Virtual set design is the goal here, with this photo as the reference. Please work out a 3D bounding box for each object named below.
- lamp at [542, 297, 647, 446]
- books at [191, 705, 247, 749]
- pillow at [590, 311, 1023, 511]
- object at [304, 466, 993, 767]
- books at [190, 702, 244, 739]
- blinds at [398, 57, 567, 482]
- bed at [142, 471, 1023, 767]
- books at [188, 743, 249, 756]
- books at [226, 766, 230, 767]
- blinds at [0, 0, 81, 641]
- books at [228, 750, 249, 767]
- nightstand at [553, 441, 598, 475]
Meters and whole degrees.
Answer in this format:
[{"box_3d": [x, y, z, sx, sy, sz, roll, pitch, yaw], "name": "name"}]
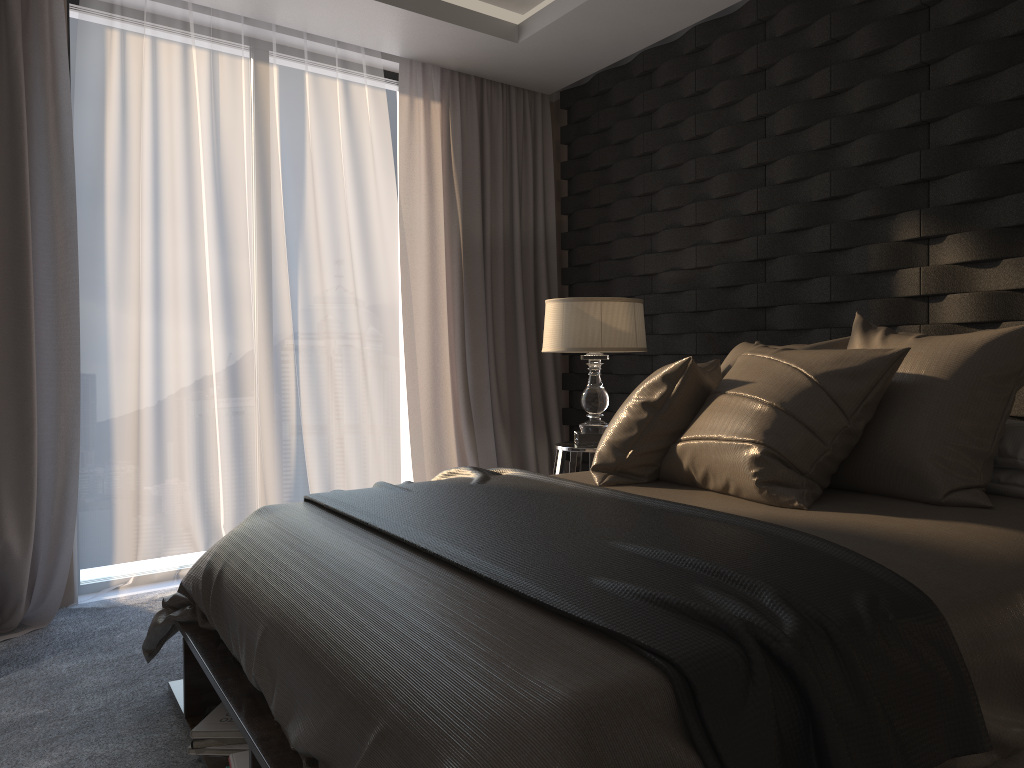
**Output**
[{"box_3d": [0.365, -0.052, 3.879, 0.466, 0.630, 0.466, 0, 1, 2], "name": "lamp"}, {"box_3d": [-0.723, 0.872, 2.260, 0.151, 0.023, 0.216, -1, 2, -11], "name": "books"}, {"box_3d": [0.758, 0.039, 2.557, 0.944, 0.518, 1.197, -1, 2, -29], "name": "pillow"}, {"box_3d": [0.026, 0.437, 2.061, 0.650, 0.322, 1.949, -1, 2, -30], "name": "object"}, {"box_3d": [-0.699, 0.851, 2.249, 0.155, 0.020, 0.206, 0, 2, 3], "name": "books"}, {"box_3d": [-0.095, -0.476, 4.708, 1.057, 2.640, 0.322, -2, 2, -40], "name": "blinds"}, {"box_3d": [0.432, 0.605, 2.318, 2.410, 0.624, 2.178, -1, 2, -31], "name": "bed"}, {"box_3d": [-0.684, 0.891, 2.262, 0.173, 0.019, 0.247, 0, 2, 8], "name": "books"}, {"box_3d": [-0.503, 0.860, 1.887, 0.184, 0.023, 0.238, -1, 2, -29], "name": "books"}, {"box_3d": [-2.054, -0.407, 3.002, 1.109, 2.641, 0.338, -1, 2, -39], "name": "blinds"}, {"box_3d": [-0.503, 0.836, 1.887, 0.183, 0.023, 0.239, -1, 2, -24], "name": "books"}, {"box_3d": [0.374, 0.566, 3.880, 0.570, 0.603, 0.531, -1, 2, -19], "name": "nightstand"}]
